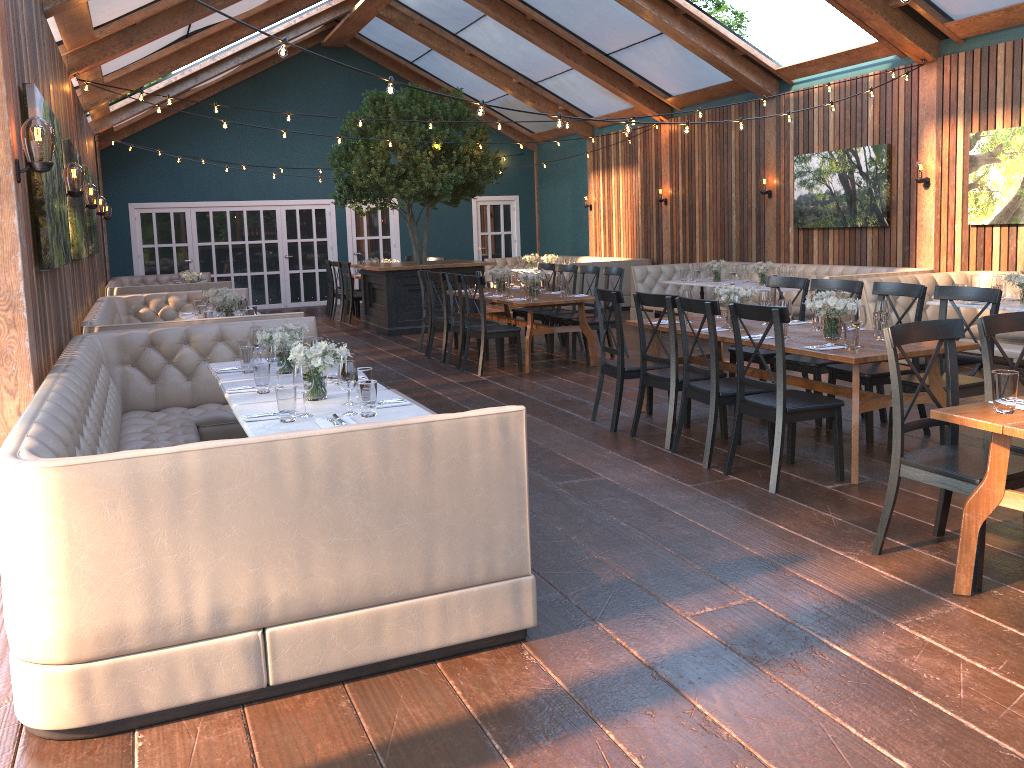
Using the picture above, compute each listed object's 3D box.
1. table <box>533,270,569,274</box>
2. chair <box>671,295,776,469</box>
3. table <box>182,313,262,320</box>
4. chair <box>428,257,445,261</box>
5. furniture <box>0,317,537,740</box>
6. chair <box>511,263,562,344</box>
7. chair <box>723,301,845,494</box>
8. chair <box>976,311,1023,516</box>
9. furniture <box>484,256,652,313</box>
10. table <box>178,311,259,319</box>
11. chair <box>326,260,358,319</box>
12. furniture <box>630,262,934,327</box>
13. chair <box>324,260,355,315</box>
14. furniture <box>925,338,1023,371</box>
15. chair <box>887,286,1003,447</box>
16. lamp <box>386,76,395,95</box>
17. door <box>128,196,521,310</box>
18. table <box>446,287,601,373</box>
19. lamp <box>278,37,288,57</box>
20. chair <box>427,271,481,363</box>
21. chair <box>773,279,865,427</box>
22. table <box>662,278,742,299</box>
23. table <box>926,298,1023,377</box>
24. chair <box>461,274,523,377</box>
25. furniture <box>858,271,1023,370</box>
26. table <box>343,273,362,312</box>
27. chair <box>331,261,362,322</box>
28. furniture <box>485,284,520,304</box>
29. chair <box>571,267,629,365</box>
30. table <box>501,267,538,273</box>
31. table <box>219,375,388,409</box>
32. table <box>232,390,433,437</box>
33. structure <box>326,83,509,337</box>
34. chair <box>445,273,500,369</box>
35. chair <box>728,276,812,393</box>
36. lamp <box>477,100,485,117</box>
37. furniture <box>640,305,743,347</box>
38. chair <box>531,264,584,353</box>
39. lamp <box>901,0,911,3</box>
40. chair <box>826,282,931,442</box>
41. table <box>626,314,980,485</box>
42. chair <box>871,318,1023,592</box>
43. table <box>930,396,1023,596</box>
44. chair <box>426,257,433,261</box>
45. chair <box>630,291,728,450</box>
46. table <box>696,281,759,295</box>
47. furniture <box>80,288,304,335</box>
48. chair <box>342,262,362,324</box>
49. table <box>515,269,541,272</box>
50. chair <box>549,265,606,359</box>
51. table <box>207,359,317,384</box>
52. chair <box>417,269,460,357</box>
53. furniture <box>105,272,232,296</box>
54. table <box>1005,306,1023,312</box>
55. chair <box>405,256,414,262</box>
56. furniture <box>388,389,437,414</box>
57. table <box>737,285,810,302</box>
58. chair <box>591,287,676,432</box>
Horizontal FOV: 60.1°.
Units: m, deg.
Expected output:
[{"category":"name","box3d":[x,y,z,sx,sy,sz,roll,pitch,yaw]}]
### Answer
[{"category":"table","box3d":[0.908,-1.750,16.309,0.800,0.667,0.804,-6,9,-23]},{"category":"chair","box3d":[1.337,-0.046,5.589,0.540,1.012,0.480,-4,7,-17]},{"category":"table","box3d":[-2.914,-0.336,9.052,0.800,0.667,0.804,-5,9,-22]},{"category":"chair","box3d":[-1.437,-1.667,15.304,0.542,1.012,0.479,-8,9,-39]},{"category":"furniture","box3d":[-1.511,0.283,4.738,1.713,0.852,4.186,-6,11,-22]},{"category":"chair","box3d":[0.300,-1.013,11.263,0.540,1.012,0.480,-5,8,-22]},{"category":"chair","box3d":[1.561,0.036,5.078,0.540,1.012,0.480,-5,8,-22]},{"category":"chair","box3d":[2.415,0.204,3.962,0.478,1.012,0.543,-5,8,-22]},{"category":"furniture","box3d":[1.001,-2.005,17.194,1.713,0.852,4.186,-6,11,-22]},{"category":"table","box3d":[-3.231,-0.457,9.800,0.800,0.667,0.804,-6,9,-23]},{"category":"chair","box3d":[-3.057,-1.708,15.856,0.540,1.012,0.480,-4,7,-18]},{"category":"furniture","box3d":[3.353,-1.107,11.655,1.713,0.852,4.186,-6,11,-22]},{"category":"chair","box3d":[-3.202,-1.800,16.400,0.540,1.012,0.480,-4,7,-17]},{"category":"furniture","box3d":[4.097,-0.098,7.110,0.313,0.396,2.344,-5,10,-22]},{"category":"chair","box3d":[2.722,-0.089,5.562,0.540,1.012,0.480,-5,8,-22]},{"category":"lamp","box3d":[-0.787,-1.928,5.713,0.056,0.119,0.057,-5,8,-25]},{"category":"door","box3d":[-3.591,-2.796,18.726,8.189,2.193,0.175,-6,7,-23]},{"category":"table","box3d":[0.064,-0.679,10.245,0.952,0.724,2.448,-6,10,-22]},{"category":"lamp","box3d":[-1.350,-1.982,5.205,0.056,0.118,0.060,-1,7,8]},{"category":"chair","box3d":[-0.680,-0.800,10.250,0.541,1.012,0.480,-6,8,-27]},{"category":"chair","box3d":[2.285,-0.256,6.589,0.541,1.012,0.480,-6,8,-27]},{"category":"table","box3d":[2.633,-1.092,12.246,0.800,0.667,0.804,-6,9,-23]},{"category":"table","box3d":[4.393,-0.421,8.102,0.800,0.667,0.804,-6,9,-23]},{"category":"chair","box3d":[-0.221,-0.636,9.232,0.541,1.012,0.480,-6,8,-27]},{"category":"furniture","box3d":[5.114,-0.435,7.508,1.713,0.852,4.186,-6,11,-22]},{"category":"table","box3d":[-2.322,-1.589,15.862,0.952,0.724,2.448,-6,10,-22]},{"category":"chair","box3d":[-2.826,-1.627,15.349,0.541,1.012,0.480,-6,8,-27]},{"category":"furniture","box3d":[-0.027,-1.672,16.824,0.313,0.396,2.344,-5,10,-22]},{"category":"chair","box3d":[0.955,-0.763,9.722,0.540,1.012,0.480,-4,7,-18]},{"category":"table","box3d":[0.272,-1.993,17.806,0.800,0.667,0.804,-6,9,-23]},{"category":"table","box3d":[-1.154,0.335,4.908,0.800,0.667,0.804,-5,9,-22]},{"category":"table","box3d":[-0.836,0.457,4.159,0.800,0.667,0.804,-6,9,-23]},{"category":"structure","box3d":[-1.424,-2.694,13.490,2.717,3.668,2.872,-4,8,-14]},{"category":"chair","box3d":[-0.439,-0.719,9.745,0.540,1.012,0.480,-5,7,-20]},{"category":"chair","box3d":[2.067,-0.339,7.103,0.540,1.012,0.480,-5,8,-22]},{"category":"lamp","box3d":[-0.223,-1.939,6.223,0.056,0.119,0.057,2,8,27]},{"category":"furniture","box3d":[2.337,-0.770,11.255,0.313,0.396,2.344,-5,10,-22]},{"category":"chair","box3d":[0.519,-0.930,10.749,0.541,1.012,0.480,-6,8,-27]},{"category":"lamp","box3d":[2.102,-2.093,4.719,0.057,0.119,0.057,-6,8,-29]},{"category":"chair","box3d":[2.503,-0.172,6.076,0.540,1.012,0.480,-4,7,-18]},{"category":"table","box3d":[1.821,-0.008,6.108,0.952,0.724,2.448,-6,10,-22]},{"category":"chair","box3d":[1.899,0.260,3.747,0.478,1.012,0.542,-6,8,-27]},{"category":"table","box3d":[2.946,0.410,3.522,2.435,0.724,0.957,-6,10,-22]},{"category":"chair","box3d":[-1.644,-1.755,15.841,0.540,1.012,0.480,-5,8,-22]},{"category":"chair","box3d":[1.149,-0.130,6.100,0.541,1.012,0.480,-5,8,-26]},{"category":"table","box3d":[2.951,-0.971,11.498,0.800,0.667,0.804,-5,9,-22]},{"category":"furniture","box3d":[-3.276,-0.390,8.895,1.713,0.852,4.186,-6,11,-22]},{"category":"chair","box3d":[-2.563,-1.548,14.853,0.540,1.012,0.480,-5,8,-22]},{"category":"table","box3d":[0.590,-1.872,17.057,0.800,0.667,0.804,-5,9,-22]},{"category":"chair","box3d":[0.737,-0.846,10.236,0.540,1.012,0.480,-5,8,-22]},{"category":"table","box3d":[-1.471,0.214,5.656,0.800,0.667,0.804,-6,9,-23]},{"category":"chair","box3d":[-0.865,-0.887,10.777,0.540,1.012,0.480,-4,7,-18]},{"category":"furniture","box3d":[-5.632,-1.289,14.443,1.713,0.852,4.186,-6,11,-22]},{"category":"table","box3d":[4.711,-0.299,7.354,0.800,0.667,0.804,-5,9,-22]},{"category":"chair","box3d":[-2.080,-1.921,16.868,0.541,1.012,0.480,-6,8,-27]},{"category":"furniture","box3d":[-0.515,0.401,5.187,0.313,0.396,2.344,-5,10,-22]},{"category":"table","box3d":[3.269,-0.850,10.750,0.800,0.667,0.804,-6,9,-23]},{"category":"chair","box3d":[0.901,-0.211,6.610,0.540,1.012,0.481,-4,7,-15]}]
